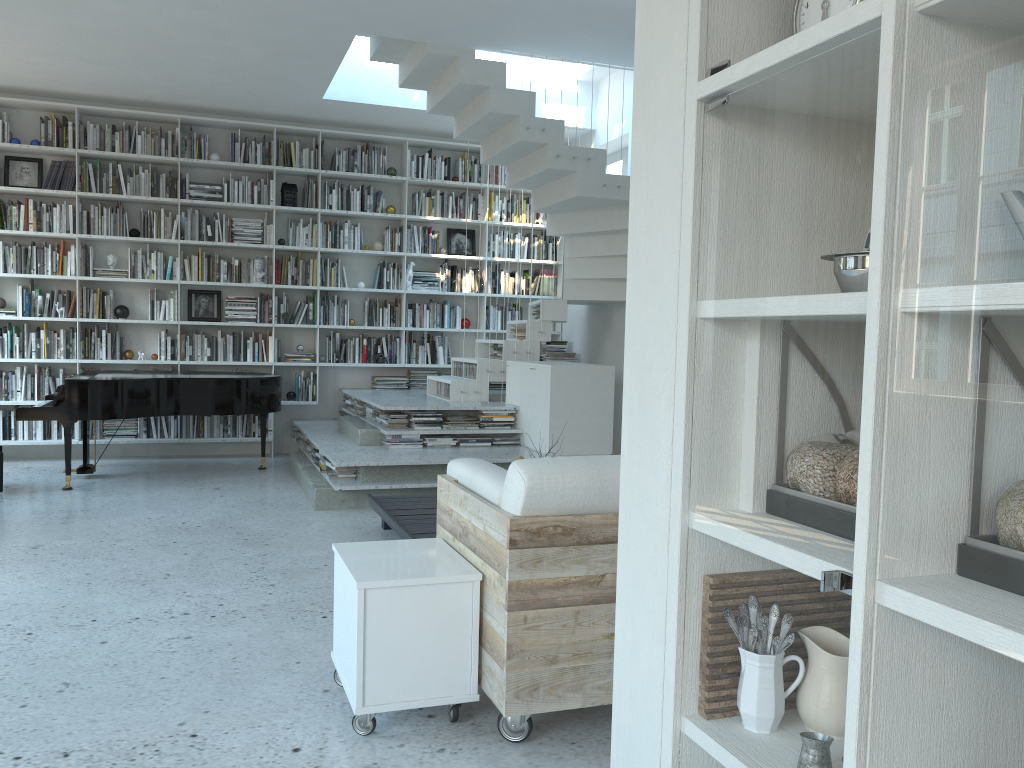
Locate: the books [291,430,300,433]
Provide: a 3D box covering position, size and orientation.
[{"bbox_3d":[-2.034,0.464,8.625,0.177,0.012,0.278,0,3,-23],"label":"books"}]

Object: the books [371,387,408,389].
[{"bbox_3d":[-1.243,0.040,8.997,0.345,0.007,0.193,1,3,-15],"label":"books"}]

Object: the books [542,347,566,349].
[{"bbox_3d":[0.429,-0.368,9.103,0.215,0.011,0.121,0,3,-24],"label":"books"}]

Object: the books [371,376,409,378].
[{"bbox_3d":[-1.238,-0.073,8.997,0.345,0.007,0.193,0,3,-17],"label":"books"}]

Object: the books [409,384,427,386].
[{"bbox_3d":[-0.923,0.008,9.105,0.285,0.007,0.159,1,3,-14],"label":"books"}]

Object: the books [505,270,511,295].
[{"bbox_3d":[-0.067,-1.063,9.314,0.056,0.262,0.176,0,4,-19],"label":"books"}]

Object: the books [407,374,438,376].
[{"bbox_3d":[-0.925,-0.093,9.100,0.285,0.005,0.159,0,3,-23],"label":"books"}]

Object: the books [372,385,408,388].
[{"bbox_3d":[-1.242,0.025,8.993,0.345,0.007,0.193,1,3,-14],"label":"books"}]

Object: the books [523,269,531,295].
[{"bbox_3d":[0.156,-1.070,9.410,0.026,0.278,0.169,0,4,-19],"label":"books"}]

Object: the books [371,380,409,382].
[{"bbox_3d":[-1.238,-0.028,8.997,0.345,0.007,0.193,0,3,-22],"label":"books"}]

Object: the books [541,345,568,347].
[{"bbox_3d":[0.433,-0.394,9.092,0.235,0.014,0.155,0,3,-18],"label":"books"}]

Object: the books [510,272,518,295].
[{"bbox_3d":[0.017,-1.055,9.350,0.022,0.247,0.181,0,4,-19],"label":"books"}]

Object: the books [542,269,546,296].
[{"bbox_3d":[0.315,-1.076,9.440,0.018,0.293,0.169,0,4,-19],"label":"books"}]

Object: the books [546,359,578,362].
[{"bbox_3d":[0.498,-0.236,8.895,0.296,0.013,0.128,0,3,-21],"label":"books"}]

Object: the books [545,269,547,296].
[{"bbox_3d":[0.328,-1.077,9.459,0.018,0.293,0.169,0,4,-19],"label":"books"}]

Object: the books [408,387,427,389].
[{"bbox_3d":[-0.930,0.042,9.118,0.285,0.007,0.159,0,3,-19],"label":"books"}]

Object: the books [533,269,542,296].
[{"bbox_3d":[0.252,-1.075,9.432,0.072,0.292,0.169,0,4,-19],"label":"books"}]

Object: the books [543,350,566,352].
[{"bbox_3d":[0.432,-0.339,9.095,0.192,0.008,0.160,0,3,-19],"label":"books"}]

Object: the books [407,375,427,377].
[{"bbox_3d":[-0.928,-0.082,9.107,0.285,0.005,0.159,0,3,-20],"label":"books"}]

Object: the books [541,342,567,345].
[{"bbox_3d":[0.430,-0.414,9.102,0.232,0.025,0.123,0,3,-22],"label":"books"}]

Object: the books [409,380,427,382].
[{"bbox_3d":[-0.923,-0.033,9.102,0.285,0.007,0.159,0,3,-24],"label":"books"}]

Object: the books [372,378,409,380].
[{"bbox_3d":[-1.239,-0.050,8.998,0.345,0.007,0.193,0,3,-17],"label":"books"}]

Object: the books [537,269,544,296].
[{"bbox_3d":[0.288,-1.077,9.445,0.033,0.294,0.169,0,4,-19],"label":"books"}]

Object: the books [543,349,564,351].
[{"bbox_3d":[0.428,-0.349,9.105,0.182,0.011,0.130,0,3,-21],"label":"books"}]

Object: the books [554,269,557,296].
[{"bbox_3d":[0.434,-1.075,9.485,0.018,0.293,0.169,0,4,-19],"label":"books"}]

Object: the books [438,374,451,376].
[{"bbox_3d":[-0.575,-0.094,9.228,0.368,0.007,0.205,0,3,-17],"label":"books"}]

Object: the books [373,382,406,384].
[{"bbox_3d":[-1.244,-0.013,9.004,0.308,0.008,0.195,0,3,-19],"label":"books"}]

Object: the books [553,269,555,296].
[{"bbox_3d":[0.414,-1.076,9.489,0.018,0.293,0.169,0,4,-19],"label":"books"}]

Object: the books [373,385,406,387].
[{"bbox_3d":[-1.243,0.017,8.996,0.308,0.008,0.195,1,3,-15],"label":"books"}]

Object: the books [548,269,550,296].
[{"bbox_3d":[0.364,-1.076,9.467,0.018,0.293,0.169,0,4,-19],"label":"books"}]

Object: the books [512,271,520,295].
[{"bbox_3d":[0.037,-1.062,9.367,0.029,0.259,0.171,0,4,-19],"label":"books"}]

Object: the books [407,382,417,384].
[{"bbox_3d":[-0.925,-0.007,9.111,0.285,0.007,0.159,0,3,-17],"label":"books"}]

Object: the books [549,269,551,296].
[{"bbox_3d":[0.379,-1.076,9.477,0.018,0.293,0.169,0,4,-19],"label":"books"}]

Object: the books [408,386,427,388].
[{"bbox_3d":[-0.930,0.028,9.117,0.254,0.007,0.160,0,3,-19],"label":"books"}]

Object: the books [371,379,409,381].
[{"bbox_3d":[-1.236,-0.043,8.990,0.345,0.007,0.193,0,3,-24],"label":"books"}]

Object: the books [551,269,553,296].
[{"bbox_3d":[0.398,-1.076,9.478,0.018,0.293,0.169,0,4,-19],"label":"books"}]

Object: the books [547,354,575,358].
[{"bbox_3d":[0.493,-0.281,8.908,0.234,0.025,0.157,0,3,-23],"label":"books"}]

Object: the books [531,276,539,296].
[{"bbox_3d":[0.213,-1.036,9.420,0.088,0.217,0.167,0,4,-19],"label":"books"}]

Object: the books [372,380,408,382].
[{"bbox_3d":[-1.239,-0.036,8.999,0.345,0.007,0.193,0,3,-17],"label":"books"}]

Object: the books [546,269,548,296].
[{"bbox_3d":[0.345,-1.077,9.465,0.018,0.293,0.169,0,4,-19],"label":"books"}]

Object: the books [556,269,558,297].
[{"bbox_3d":[0.448,-1.076,9.501,0.018,0.293,0.169,0,4,-19],"label":"books"}]

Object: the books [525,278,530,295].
[{"bbox_3d":[0.140,-1.021,9.379,0.024,0.181,0.190,0,4,-19],"label":"books"}]

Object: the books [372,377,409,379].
[{"bbox_3d":[-1.239,-0.065,8.997,0.345,0.007,0.193,0,3,-21],"label":"books"}]

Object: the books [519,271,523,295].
[{"bbox_3d":[0.076,-1.059,9.389,0.012,0.254,0.160,0,4,-19],"label":"books"}]

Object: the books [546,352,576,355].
[{"bbox_3d":[0.492,-0.306,8.911,0.267,0.026,0.161,1,3,-14],"label":"books"}]

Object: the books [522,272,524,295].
[{"bbox_3d":[0.092,-1.057,9.399,0.025,0.249,0.133,0,4,-19],"label":"books"}]

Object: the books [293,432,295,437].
[{"bbox_3d":[-2.033,0.490,8.627,0.179,0.012,0.261,1,3,-16],"label":"books"}]

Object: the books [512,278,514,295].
[{"bbox_3d":[-0.014,-1.025,9.358,0.030,0.184,0.137,0,4,-19],"label":"books"}]

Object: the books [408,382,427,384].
[{"bbox_3d":[-0.924,-0.013,9.106,0.254,0.007,0.160,0,3,-23],"label":"books"}]

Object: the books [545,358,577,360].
[{"bbox_3d":[0.495,-0.253,8.902,0.295,0.006,0.146,0,3,-21],"label":"books"}]

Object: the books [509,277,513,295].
[{"bbox_3d":[-0.031,-1.026,9.329,0.023,0.189,0.169,0,4,-19],"label":"books"}]

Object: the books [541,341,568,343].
[{"bbox_3d":[0.435,-0.431,9.088,0.228,0.011,0.159,0,3,-20],"label":"books"}]

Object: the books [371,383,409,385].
[{"bbox_3d":[-1.243,0.002,9.001,0.345,0.007,0.193,0,3,-21],"label":"books"}]

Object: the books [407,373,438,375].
[{"bbox_3d":[-0.923,-0.104,9.102,0.285,0.005,0.159,0,3,-22],"label":"books"}]

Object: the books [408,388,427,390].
[{"bbox_3d":[-0.928,0.049,9.112,0.254,0.007,0.160,1,3,-16],"label":"books"}]

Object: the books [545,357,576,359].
[{"bbox_3d":[0.489,-0.263,8.920,0.278,0.012,0.177,1,3,-15],"label":"books"}]

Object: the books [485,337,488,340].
[{"bbox_3d":[-0.279,-0.344,9.234,0.011,0.293,0.144,0,4,-19],"label":"books"}]

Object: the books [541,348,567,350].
[{"bbox_3d":[0.430,-0.359,9.101,0.227,0.009,0.144,0,3,-19],"label":"books"}]

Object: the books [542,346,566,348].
[{"bbox_3d":[0.431,-0.380,9.097,0.206,0.014,0.150,0,3,-19],"label":"books"}]
